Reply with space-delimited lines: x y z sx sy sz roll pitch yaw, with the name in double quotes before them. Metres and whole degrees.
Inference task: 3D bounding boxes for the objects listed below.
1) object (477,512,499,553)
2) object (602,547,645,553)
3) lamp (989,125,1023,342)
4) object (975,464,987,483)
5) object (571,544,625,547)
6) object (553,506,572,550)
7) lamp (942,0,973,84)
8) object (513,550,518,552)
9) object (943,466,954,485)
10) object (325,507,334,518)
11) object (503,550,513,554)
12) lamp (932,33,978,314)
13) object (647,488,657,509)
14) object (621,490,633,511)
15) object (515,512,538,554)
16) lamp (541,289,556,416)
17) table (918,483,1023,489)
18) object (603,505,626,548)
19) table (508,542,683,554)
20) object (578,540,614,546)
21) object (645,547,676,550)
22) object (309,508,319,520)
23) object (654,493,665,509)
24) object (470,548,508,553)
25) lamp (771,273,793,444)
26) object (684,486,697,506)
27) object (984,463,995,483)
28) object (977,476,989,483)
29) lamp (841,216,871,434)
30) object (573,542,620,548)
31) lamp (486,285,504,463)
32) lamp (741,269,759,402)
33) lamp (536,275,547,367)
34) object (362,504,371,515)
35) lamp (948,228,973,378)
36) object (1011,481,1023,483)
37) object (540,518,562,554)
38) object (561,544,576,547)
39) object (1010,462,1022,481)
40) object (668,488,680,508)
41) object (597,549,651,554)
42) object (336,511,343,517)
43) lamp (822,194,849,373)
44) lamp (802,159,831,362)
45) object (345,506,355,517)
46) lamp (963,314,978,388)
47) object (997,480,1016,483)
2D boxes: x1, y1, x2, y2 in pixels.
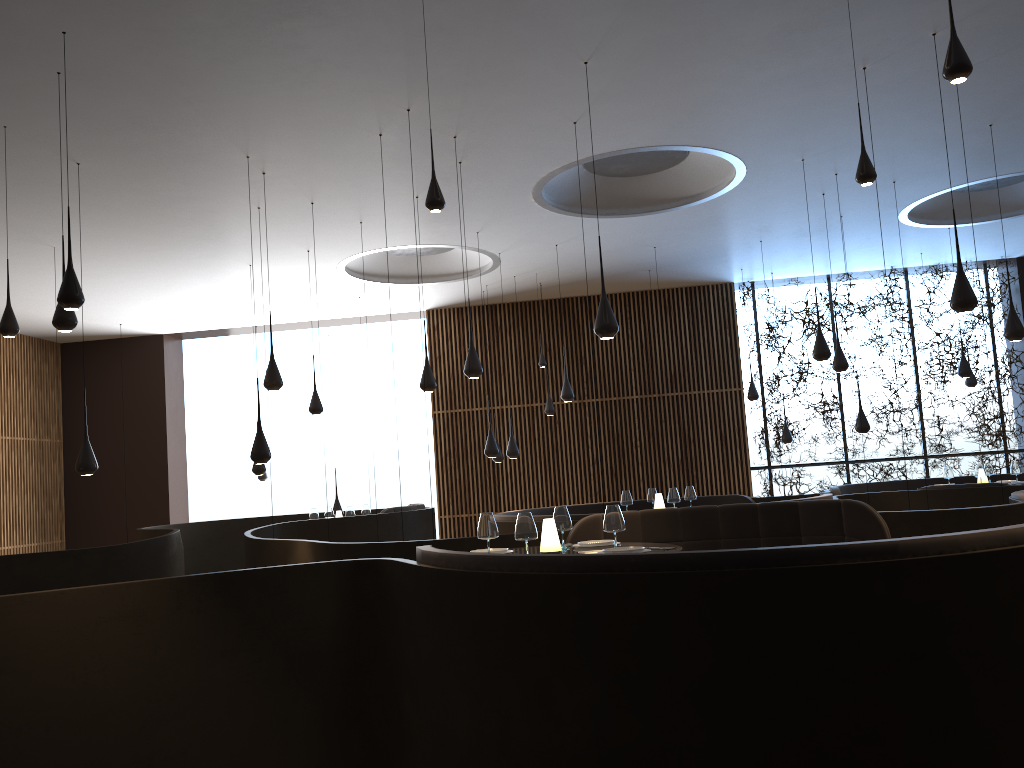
"object" -0.157 0.995 5.824 0.142 0.295 0.142 0 -6 -34
"object" 0.684 1.023 5.428 0.263 0.029 0.264 -3 -6 -9
"lamp" 4.949 -1.531 8.935 0.196 2.219 0.196 -8 -6 41
"object" 6.296 1.231 11.912 0.142 0.295 0.142 -4 -5 -1
"object" 0.592 1.120 6.160 0.411 0.012 0.204 -8 -8 36
"object" 0.348 0.996 6.145 0.142 0.295 0.142 -4 -5 6
"lamp" 2.098 -2.206 4.326 0.133 1.505 0.133 -4 -5 1
"object" -0.151 1.158 6.049 0.205 0.012 0.411 -9 -8 41
"object" 6.132 1.301 12.454 0.142 0.295 0.142 -4 -5 1
"object" -2.739 1.991 13.306 0.142 0.295 0.142 -2 -5 -21
"object" -0.154 1.156 6.045 0.332 0.014 0.332 -5 -6 7
"lamp" 3.396 -1.648 6.884 0.196 2.219 0.196 -8 -6 41
"object" 1.713 1.413 10.772 0.142 0.295 0.142 -1 -6 -27
"object" 1.332 1.385 10.283 0.142 0.295 0.142 -1 -6 -32
"object" 0.087 0.934 5.421 0.142 0.295 0.142 -6 -6 24
"lamp" 0.567 -0.575 14.949 0.196 2.219 0.196 -7 -6 31
"table" 6.552 1.909 12.218 1.672 1.022 1.676 0 -7 -33
"object" 0.655 0.923 5.670 0.142 0.295 0.142 0 -6 -38
"table" 0.287 1.612 5.686 1.675 1.022 1.673 -9 -8 41
"object" 0.588 1.110 6.163 0.263 0.029 0.263 -10 -9 44
"object" 0.902 1.048 5.638 0.262 0.017 0.126 -9 -8 42
"object" -2.868 1.950 12.851 0.142 0.295 0.142 -4 -5 3
"object" 1.731 1.404 10.415 0.144 0.231 0.142 -6 -6 22
"object" -0.154 1.147 6.046 0.263 0.029 0.263 -5 -6 11
"lamp" 4.582 -0.450 15.186 0.196 2.955 0.196 -8 -6 41
"object" 2.121 1.360 10.536 0.142 0.295 0.142 -6 -6 27
"object" 6.746 1.269 12.538 0.142 0.295 0.142 -4 -5 6
"object" 6.510 1.286 12.270 0.144 0.231 0.143 -3 -5 -14
"lamp" 4.580 -0.808 11.931 0.196 2.955 0.196 -4 -5 1
"object" 0.588 1.120 6.162 0.332 0.014 0.332 -9 -8 40
"lamp" -0.323 -0.175 14.685 0.196 2.955 0.196 -3 -5 -9
"lamp" 3.932 -0.818 14.789 0.196 2.219 0.196 -8 -6 41
"lamp" 0.440 -1.016 14.136 0.133 1.505 0.133 -4 -5 1
"object" -2.161 1.936 13.158 0.142 0.295 0.142 -1 -6 -26
"lamp" 6.517 -1.192 12.975 0.196 2.219 0.196 -3 -5 -9
"object" 6.819 1.316 11.847 0.263 0.029 0.264 -3 -6 -5
"object" 0.245 0.989 5.739 0.142 0.231 0.145 -2 -5 -20
"object" 0.373 1.164 6.371 0.127 0.017 0.262 -9 -8 40
"object" 6.870 1.211 12.082 0.142 0.295 0.142 0 -7 -40
"object" 1.830 1.322 10.014 0.142 0.295 0.142 -2 -5 -23
"object" 0.685 1.032 5.427 0.332 0.014 0.332 0 -7 -28
"object" -2.526 1.969 12.955 0.142 0.231 0.144 -7 -6 27
"lamp" 3.931 -1.244 10.883 0.196 2.219 0.196 -8 -6 41
"lamp" 3.253 -1.344 9.594 0.196 2.219 0.196 -8 -6 41
"object" -2.300 1.885 12.608 0.142 0.295 0.142 -5 -5 9
"lamp" 7.664 -1.044 15.017 0.196 2.219 0.196 -7 -6 31
"object" 6.986 1.378 12.508 0.263 0.029 0.264 -4 -6 -2
